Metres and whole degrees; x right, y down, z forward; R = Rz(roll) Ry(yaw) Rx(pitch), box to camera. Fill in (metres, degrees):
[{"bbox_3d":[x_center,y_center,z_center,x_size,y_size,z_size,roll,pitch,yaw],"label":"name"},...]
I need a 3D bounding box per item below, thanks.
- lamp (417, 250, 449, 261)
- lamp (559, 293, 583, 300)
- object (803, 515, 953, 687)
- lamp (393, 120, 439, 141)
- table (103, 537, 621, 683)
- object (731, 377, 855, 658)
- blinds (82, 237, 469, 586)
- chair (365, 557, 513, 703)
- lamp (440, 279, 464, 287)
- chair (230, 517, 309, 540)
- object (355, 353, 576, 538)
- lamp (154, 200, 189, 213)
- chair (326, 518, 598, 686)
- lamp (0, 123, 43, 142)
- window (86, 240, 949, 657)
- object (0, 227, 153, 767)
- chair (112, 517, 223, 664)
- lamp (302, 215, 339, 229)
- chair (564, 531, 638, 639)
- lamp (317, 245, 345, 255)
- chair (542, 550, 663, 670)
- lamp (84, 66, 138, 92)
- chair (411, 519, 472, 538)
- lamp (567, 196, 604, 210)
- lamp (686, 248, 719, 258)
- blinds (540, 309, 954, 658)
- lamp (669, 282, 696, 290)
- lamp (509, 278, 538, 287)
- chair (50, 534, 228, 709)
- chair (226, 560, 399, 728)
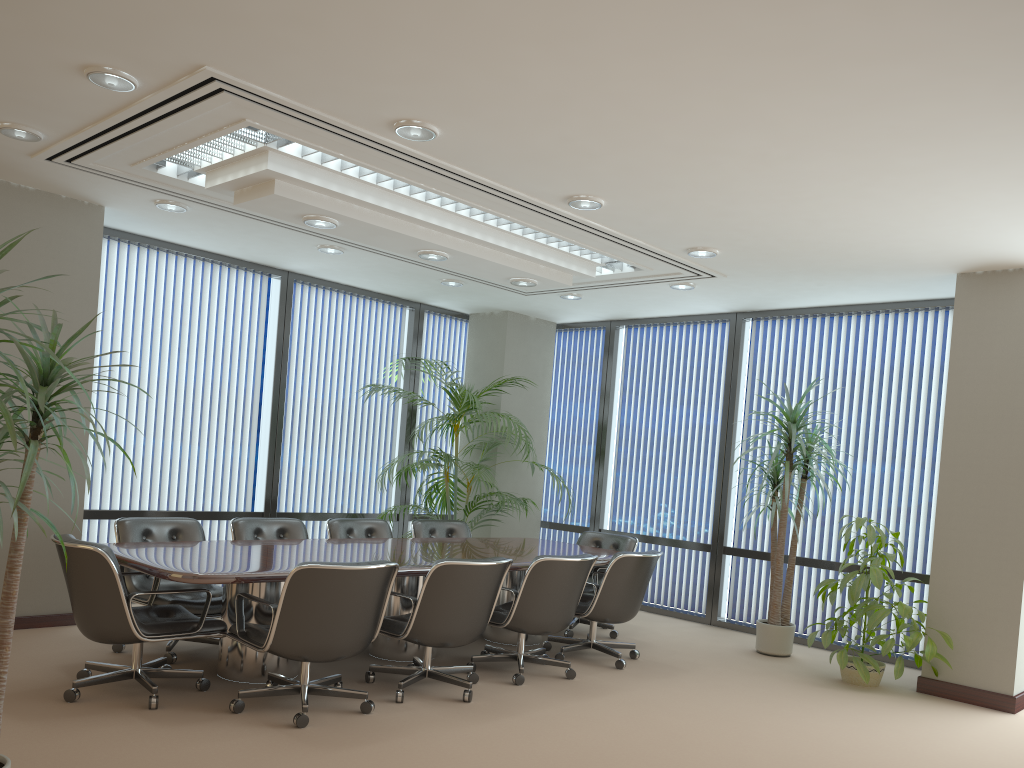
[{"bbox_3d":[-0.559,-0.902,6.242,0.226,0.035,0.225,6,-5,-22],"label":"lamp"},{"bbox_3d":[0.555,-0.822,8.322,0.226,0.035,0.224,8,-6,-36],"label":"lamp"},{"bbox_3d":[2.692,1.649,6.509,0.977,1.313,0.858,4,-1,14],"label":"object"},{"bbox_3d":[-0.476,-1.247,4.364,0.224,0.035,0.226,1,-6,33],"label":"lamp"},{"bbox_3d":[-0.753,1.561,6.312,1.502,0.749,4.092,1,-6,44],"label":"table"},{"bbox_3d":[2.289,1.114,7.337,1.014,2.315,1.034,5,0,19],"label":"object"},{"bbox_3d":[-1.866,0.530,8.768,0.031,2.908,4.921,6,-2,44],"label":"blinds"},{"bbox_3d":[-0.463,1.452,5.415,0.849,0.859,0.762,3,-2,44],"label":"chair"},{"bbox_3d":[-0.552,-0.927,8.125,0.226,0.035,0.225,6,-5,-22],"label":"lamp"},{"bbox_3d":[-1.673,1.456,6.566,0.849,0.859,0.762,3,-2,44],"label":"chair"},{"bbox_3d":[-0.553,0.928,8.882,2.174,2.480,2.083,5,-2,-26],"label":"object"},{"bbox_3d":[-2.389,-1.241,6.184,0.226,0.035,0.225,7,-5,-29],"label":"lamp"},{"bbox_3d":[-0.485,1.554,6.606,2.520,0.858,0.762,0,-4,43],"label":"chair"},{"bbox_3d":[-2.715,-1.381,4.867,0.226,0.035,0.225,7,-5,-29],"label":"lamp"},{"bbox_3d":[0.031,0.693,8.839,7.372,2.914,3.539,5,-2,-1],"label":"window"},{"bbox_3d":[-1.589,0.436,2.583,0.803,1.834,0.819,5,0,19],"label":"object"},{"bbox_3d":[-2.228,1.356,5.921,0.849,0.859,0.762,3,-2,39],"label":"chair"},{"bbox_3d":[-1.208,-1.013,5.557,0.226,0.035,0.225,7,-5,-29],"label":"lamp"},{"bbox_3d":[0.646,1.742,7.738,0.756,0.859,0.857,3,-2,44],"label":"chair"},{"bbox_3d":[-1.470,-1.084,7.154,0.226,0.035,0.225,6,-5,-22],"label":"lamp"},{"bbox_3d":[0.657,1.649,6.656,0.849,0.859,0.738,3,-2,39],"label":"chair"},{"bbox_3d":[-1.826,-1.384,4.021,0.226,0.035,0.224,9,-7,-43],"label":"lamp"},{"bbox_3d":[-0.477,1.655,7.768,0.762,0.859,0.850,6,-2,-41],"label":"chair"},{"bbox_3d":[0.442,-1.090,5.334,0.226,0.035,0.225,6,-5,-22],"label":"lamp"},{"bbox_3d":[1.361,-0.933,6.304,0.226,0.035,0.225,6,-5,-22],"label":"lamp"},{"bbox_3d":[1.874,0.833,8.848,4.914,2.909,0.051,1,-1,44],"label":"blinds"},{"bbox_3d":[1.444,-0.824,7.476,0.224,0.035,0.226,1,-6,33],"label":"lamp"},{"bbox_3d":[0.090,-0.791,6.928,0.226,0.035,0.225,6,-5,-22],"label":"lamp"},{"bbox_3d":[-2.082,1.275,4.856,0.756,0.859,0.857,3,-2,44],"label":"chair"},{"bbox_3d":[-1.101,1.349,4.806,0.757,0.859,0.854,6,-2,-42],"label":"chair"}]
